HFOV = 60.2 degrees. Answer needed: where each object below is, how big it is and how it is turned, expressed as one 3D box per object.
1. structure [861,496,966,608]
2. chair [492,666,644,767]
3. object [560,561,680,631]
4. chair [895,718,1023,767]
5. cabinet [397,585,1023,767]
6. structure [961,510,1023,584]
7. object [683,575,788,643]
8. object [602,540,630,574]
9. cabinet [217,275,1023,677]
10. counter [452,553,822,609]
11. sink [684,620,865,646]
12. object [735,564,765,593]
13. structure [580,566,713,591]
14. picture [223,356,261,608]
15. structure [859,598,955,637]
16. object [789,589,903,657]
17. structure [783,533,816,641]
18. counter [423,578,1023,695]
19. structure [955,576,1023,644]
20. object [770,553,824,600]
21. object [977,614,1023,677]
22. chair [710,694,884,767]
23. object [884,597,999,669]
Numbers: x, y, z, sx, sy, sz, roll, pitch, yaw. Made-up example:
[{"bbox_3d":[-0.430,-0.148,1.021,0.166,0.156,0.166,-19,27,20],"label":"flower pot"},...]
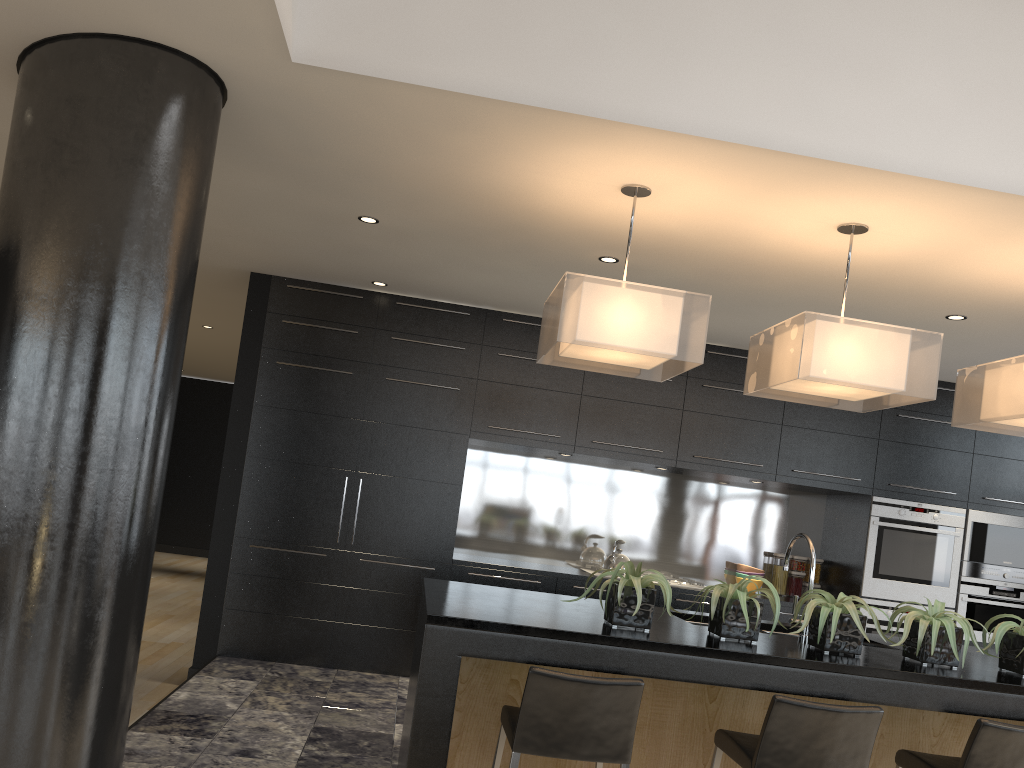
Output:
[{"bbox_3d":[2.840,1.191,6.250,0.702,0.703,0.086,8,-2,-6],"label":"structure"},{"bbox_3d":[0.144,1.395,2.932,0.476,0.958,0.521,8,-4,-6],"label":"chair"},{"bbox_3d":[0.392,0.746,3.183,0.405,0.237,0.402,5,-7,19],"label":"object"},{"bbox_3d":[1.608,1.614,3.086,0.476,0.958,0.521,8,-4,-6],"label":"chair"},{"bbox_3d":[1.129,1.566,3.500,3.118,1.032,1.186,8,-5,-6],"label":"cabinet"},{"bbox_3d":[3.558,1.178,6.319,0.677,0.471,0.027,8,-2,-6],"label":"structure"},{"bbox_3d":[0.799,0.804,3.200,0.396,0.237,0.411,6,-7,19],"label":"object"},{"bbox_3d":[0.761,1.221,6.276,0.222,0.228,0.222,9,-5,-13],"label":"object"},{"bbox_3d":[1.039,0.987,6.386,5.735,2.512,0.731,8,-3,-6],"label":"cabinet"},{"bbox_3d":[0.974,1.438,6.392,2.864,0.033,0.735,8,-8,-6],"label":"counter"},{"bbox_3d":[1.119,1.156,3.752,0.923,0.158,0.464,8,-7,-6],"label":"sink"},{"bbox_3d":[1.798,1.474,6.685,0.205,0.204,0.186,8,-5,-5],"label":"object"},{"bbox_3d":[0.979,1.413,6.374,0.901,0.066,0.524,8,-8,-6],"label":"structure"},{"bbox_3d":[-2.015,0.737,6.843,0.077,1.862,1.161,8,-4,-5],"label":"picture"},{"bbox_3d":[2.744,1.901,6.220,0.702,0.703,0.086,8,-2,-6],"label":"structure"},{"bbox_3d":[1.228,0.875,3.220,0.405,0.216,0.402,5,-7,19],"label":"object"},{"bbox_3d":[1.158,1.146,3.811,2.780,1.013,0.659,8,-4,-6],"label":"structure"},{"bbox_3d":[1.200,1.038,3.522,3.118,0.031,1.187,8,-8,-6],"label":"counter"},{"bbox_3d":[3.496,1.635,6.301,0.679,0.443,0.071,8,-3,-6],"label":"structure"},{"bbox_3d":[2.174,1.473,6.750,0.366,0.314,0.114,8,-3,-6],"label":"object"},{"bbox_3d":[1.974,0.995,3.358,0.396,0.215,0.411,5,-7,19],"label":"object"},{"bbox_3d":[0.919,1.511,3.014,0.476,0.958,0.521,8,-4,-6],"label":"chair"},{"bbox_3d":[1.600,0.920,3.262,0.405,0.237,0.402,5,-7,19],"label":"object"}]
